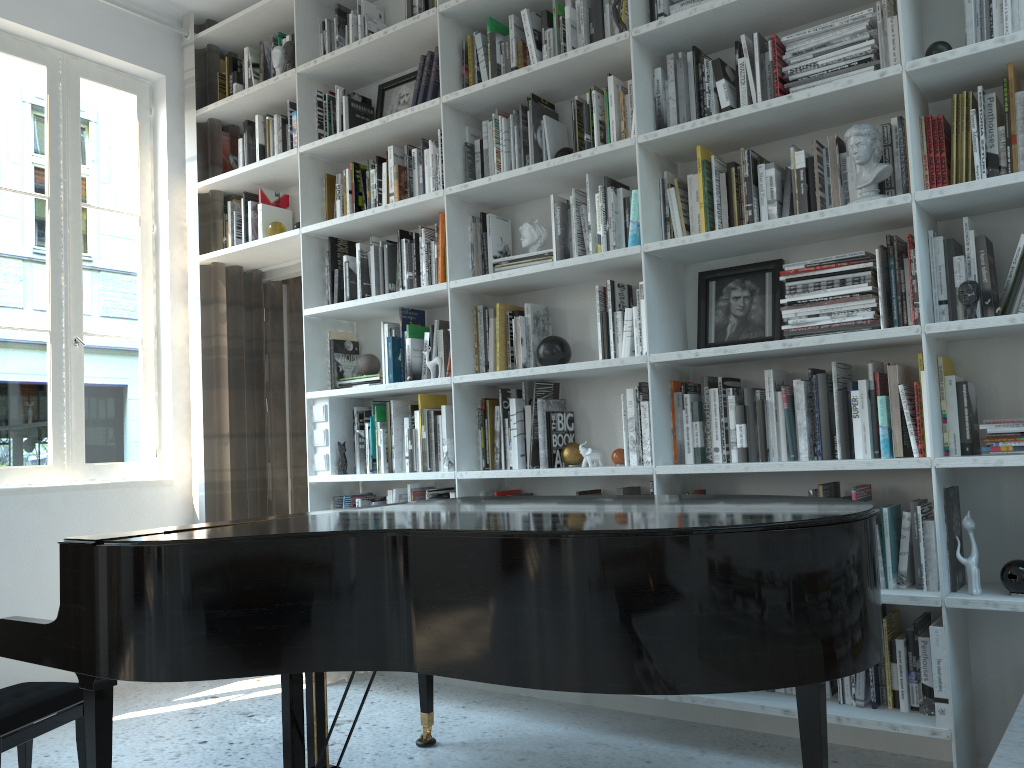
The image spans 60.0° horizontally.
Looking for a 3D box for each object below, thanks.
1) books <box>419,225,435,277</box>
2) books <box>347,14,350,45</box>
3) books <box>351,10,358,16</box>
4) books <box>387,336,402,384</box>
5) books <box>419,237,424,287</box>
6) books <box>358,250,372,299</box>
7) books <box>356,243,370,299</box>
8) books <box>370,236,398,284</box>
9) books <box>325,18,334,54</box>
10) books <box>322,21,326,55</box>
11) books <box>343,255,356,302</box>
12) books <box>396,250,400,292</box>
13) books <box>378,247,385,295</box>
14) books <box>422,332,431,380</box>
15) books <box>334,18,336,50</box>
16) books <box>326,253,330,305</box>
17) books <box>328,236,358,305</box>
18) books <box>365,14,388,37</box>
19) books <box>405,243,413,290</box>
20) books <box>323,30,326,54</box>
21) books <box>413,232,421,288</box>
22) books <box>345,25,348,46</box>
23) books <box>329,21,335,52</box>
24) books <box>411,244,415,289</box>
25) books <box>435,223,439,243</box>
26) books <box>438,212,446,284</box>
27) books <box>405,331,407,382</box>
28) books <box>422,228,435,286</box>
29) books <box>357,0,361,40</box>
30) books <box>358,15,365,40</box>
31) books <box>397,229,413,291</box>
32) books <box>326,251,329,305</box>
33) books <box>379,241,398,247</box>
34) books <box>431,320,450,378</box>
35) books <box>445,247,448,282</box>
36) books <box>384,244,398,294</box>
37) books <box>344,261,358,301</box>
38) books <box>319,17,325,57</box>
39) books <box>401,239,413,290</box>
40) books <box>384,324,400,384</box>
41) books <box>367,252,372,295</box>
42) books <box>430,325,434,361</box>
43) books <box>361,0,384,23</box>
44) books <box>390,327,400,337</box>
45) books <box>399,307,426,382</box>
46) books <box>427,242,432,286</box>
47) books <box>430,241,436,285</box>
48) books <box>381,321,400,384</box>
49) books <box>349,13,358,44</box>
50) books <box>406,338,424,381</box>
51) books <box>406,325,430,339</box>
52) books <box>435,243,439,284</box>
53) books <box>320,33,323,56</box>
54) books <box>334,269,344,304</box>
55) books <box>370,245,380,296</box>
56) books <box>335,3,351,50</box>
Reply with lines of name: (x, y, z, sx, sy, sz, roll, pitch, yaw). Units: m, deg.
books: (-0.348, -0.516, 3.791, 0.011, 0.304, 0.130, -5, -5, 36)
books: (-0.678, -1.546, 4.038, 0.013, 0.219, 0.181, -5, -5, 36)
books: (-0.683, -1.561, 4.054, 0.013, 0.252, 0.129, -5, -5, 36)
books: (-0.458, -0.093, 3.807, 0.029, 0.208, 0.189, -5, -5, 36)
books: (-0.341, -0.491, 3.779, 0.011, 0.251, 0.139, -5, -5, 36)
books: (-0.614, -0.462, 3.954, 0.011, 0.246, 0.176, -5, -5, 36)
books: (-0.623, -0.478, 3.972, 0.023, 0.281, 0.174, -5, -5, 36)
books: (-0.553, -0.492, 3.914, 0.011, 0.293, 0.183, -5, -5, 36)
books: (-0.796, -1.548, 4.128, 0.012, 0.249, 0.180, -5, -5, 36)
books: (-0.826, -1.549, 4.160, 0.007, 0.258, 0.156, -5, -5, 36)
books: (-0.687, -0.450, 4.003, 0.022, 0.235, 0.177, -5, -5, 36)
books: (-0.446, -0.482, 3.859, 0.048, 0.256, 0.141, -5, -5, 36)
books: (-0.516, -0.468, 3.878, 0.024, 0.237, 0.167, -5, -5, 36)
books: (-0.319, -0.107, 3.751, 0.056, 0.214, 0.142, -5, -5, 36)
books: (-0.759, -1.549, 4.104, 0.016, 0.243, 0.156, -5, -5, 36)
books: (-0.772, -0.458, 4.058, 0.027, 0.266, 0.176, -5, -5, 36)
books: (-0.760, -0.493, 4.046, 0.012, 0.333, 0.184, -5, -5, 36)
books: (-0.611, -1.546, 4.012, 0.013, 0.210, 0.136, -5, -5, 36)
books: (-0.389, -0.476, 3.792, 0.013, 0.229, 0.177, -5, -5, 36)
books: (-0.809, -1.527, 4.147, 0.032, 0.210, 0.158, -5, -5, 36)
books: (-0.365, -0.500, 3.784, 0.012, 0.272, 0.145, -5, -5, 36)
books: (-0.701, -1.525, 4.059, 0.026, 0.182, 0.161, -5, -5, 36)
books: (-0.773, -1.539, 4.108, 0.013, 0.225, 0.177, -5, -5, 36)
books: (-0.371, -0.476, 3.793, 0.013, 0.227, 0.151, -5, -5, 36)
books: (-0.268, -0.518, 3.732, 0.015, 0.292, 0.144, -5, -5, 36)
books: (-0.246, -0.538, 3.699, 0.035, 0.325, 0.170, -5, -5, 36)
books: (-0.402, -0.106, 3.816, 0.030, 0.231, 0.148, -5, -5, 36)
books: (-0.320, -0.506, 3.740, 0.015, 0.275, 0.157, -5, -5, 36)
books: (-0.647, -1.588, 4.033, 0.007, 0.301, 0.145, -5, -5, 36)
books: (-0.627, -1.541, 4.011, 0.014, 0.201, 0.170, -5, -5, 36)
books: (-0.433, -0.507, 3.829, 0.013, 0.299, 0.151, -5, -5, 36)
books: (-0.791, -0.463, 4.104, 0.012, 0.285, 0.159, -5, -5, 36)
books: (-0.521, -0.483, 3.902, 0.011, 0.270, 0.158, -5, -5, 36)
books: (-0.271, -0.133, 3.698, 0.060, 0.255, 0.158, -5, -5, 36)
books: (-0.215, -0.470, 3.678, 0.030, 0.183, 0.152, -5, -5, 36)
books: (-0.484, -0.473, 3.865, 0.023, 0.242, 0.184, -5, -5, 36)
books: (-0.672, -0.437, 3.979, 0.028, 0.203, 0.188, -5, -5, 36)
books: (-0.844, -1.561, 4.177, 0.007, 0.285, 0.159, -5, -5, 36)
books: (-0.412, -0.486, 3.826, 0.021, 0.256, 0.156, -5, -5, 36)
books: (-0.493, -0.120, 3.861, 0.024, 0.272, 0.150, -5, -5, 36)
books: (-0.575, -0.462, 3.956, 0.049, 0.242, 0.139, -5, -5, 36)
books: (-0.292, -0.123, 3.731, 0.013, 0.241, 0.141, -5, -5, 36)
books: (-0.631, -1.585, 4.036, 0.015, 0.293, 0.131, -5, -5, 36)
books: (-0.466, -0.113, 3.850, 0.031, 0.255, 0.143, -5, -5, 36)
books: (-0.425, -0.157, 3.827, 0.011, 0.335, 0.153, -5, -5, 36)
books: (-0.299, -0.478, 3.742, 0.012, 0.217, 0.160, -5, -5, 36)
books: (-0.284, -0.481, 3.736, 0.021, 0.220, 0.148, -5, -5, 36)
books: (-0.507, -0.124, 3.873, 0.012, 0.285, 0.159, -5, -5, 36)
books: (-0.668, -1.544, 4.022, 0.021, 0.213, 0.173, -5, -5, 36)
books: (-0.372, -0.092, 3.748, 0.029, 0.190, 0.189, -5, -5, 36)
books: (-0.383, -0.120, 3.772, 0.011, 0.250, 0.172, -5, -5, 36)
books: (-0.264, -0.475, 3.709, 0.013, 0.203, 0.161, -5, -5, 36)
books: (-0.838, -1.522, 4.160, 0.017, 0.204, 0.142, -5, -5, 36)
books: (-0.733, -0.419, 4.032, 0.037, 0.182, 0.189, -5, -5, 36)
books: (-0.544, -0.471, 3.897, 0.021, 0.247, 0.189, -5, -5, 36)
books: (-0.730, -1.572, 4.059, 0.015, 0.279, 0.190, -5, -5, 36)
